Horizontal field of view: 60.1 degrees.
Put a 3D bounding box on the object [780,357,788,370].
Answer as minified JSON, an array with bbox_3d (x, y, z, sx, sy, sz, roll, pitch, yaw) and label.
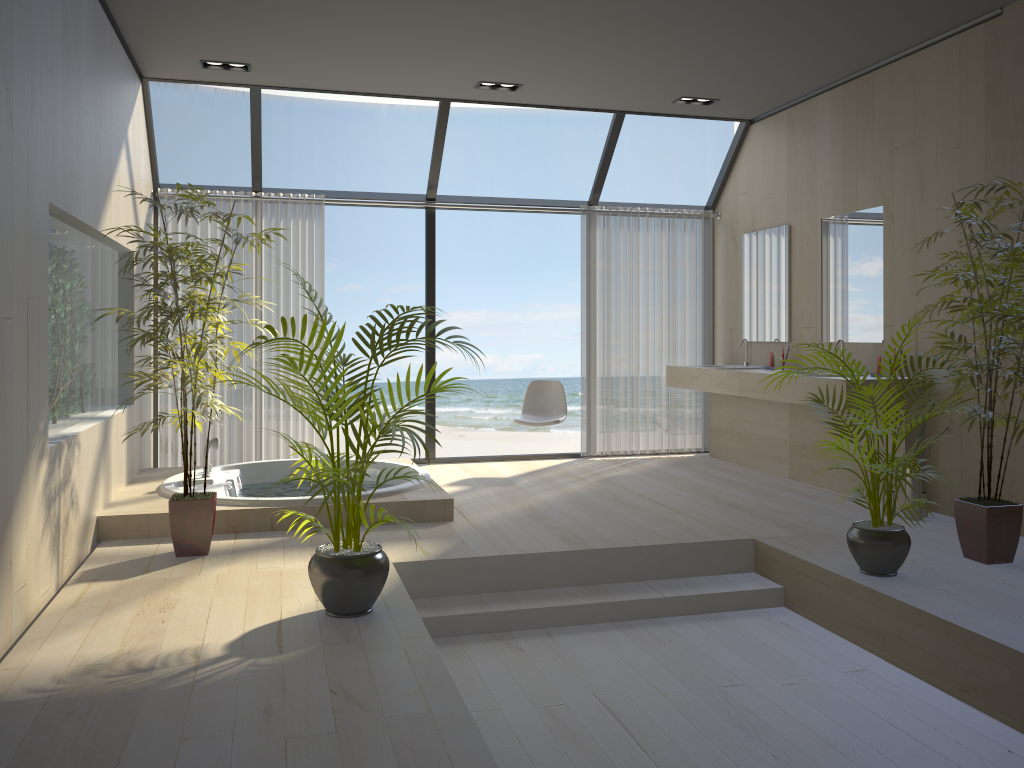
[{"bbox_3d":[1.993,-0.151,6.496,0.058,0.100,0.058,0,1,-8],"label":"object"}]

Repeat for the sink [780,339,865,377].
[{"bbox_3d":[1.990,-0.078,5.692,0.504,0.419,0.574,0,2,-12],"label":"sink"}]

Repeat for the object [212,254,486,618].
[{"bbox_3d":[-0.569,0.176,3.352,1.065,1.345,0.873,-1,1,-27],"label":"object"}]

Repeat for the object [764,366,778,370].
[{"bbox_3d":[1.899,-0.119,6.493,0.104,0.029,0.032,1,2,25],"label":"object"}]

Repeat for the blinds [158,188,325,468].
[{"bbox_3d":[-2.007,-0.401,6.614,1.183,2.071,0.084,0,0,-15],"label":"blinds"}]

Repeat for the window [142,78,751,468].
[{"bbox_3d":[-0.377,-0.758,6.855,4.560,2.814,0.745,-1,0,-15],"label":"window"}]

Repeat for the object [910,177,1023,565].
[{"bbox_3d":[2.247,-0.064,4.065,0.787,1.756,0.936,0,1,10],"label":"object"}]

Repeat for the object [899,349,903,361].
[{"bbox_3d":[2.323,-0.127,5.328,0.054,0.175,0.012,0,0,10],"label":"object"}]

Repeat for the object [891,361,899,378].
[{"bbox_3d":[2.307,-0.086,5.331,0.058,0.100,0.058,0,1,-5],"label":"object"}]

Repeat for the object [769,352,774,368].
[{"bbox_3d":[1.924,-0.172,6.570,0.039,0.135,0.039,0,0,34],"label":"object"}]

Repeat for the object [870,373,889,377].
[{"bbox_3d":[2.213,-0.054,5.328,0.104,0.029,0.032,1,2,25],"label":"object"}]

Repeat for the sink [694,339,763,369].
[{"bbox_3d":[1.676,-0.143,6.856,0.504,0.419,0.574,0,2,-12],"label":"sink"}]

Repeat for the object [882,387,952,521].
[{"bbox_3d":[2.330,0.389,5.053,0.407,0.749,0.274,0,0,-27],"label":"object"}]

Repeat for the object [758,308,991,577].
[{"bbox_3d":[1.535,0.236,3.829,0.916,1.157,0.751,0,1,18],"label":"object"}]

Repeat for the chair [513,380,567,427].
[{"bbox_3d":[0.226,0.151,6.851,0.369,0.347,0.455,0,2,13],"label":"chair"}]

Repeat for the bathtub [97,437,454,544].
[{"bbox_3d":[-1.416,0.675,5.464,1.821,0.698,1.649,-1,3,-15],"label":"bathtub"}]

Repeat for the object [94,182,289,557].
[{"bbox_3d":[-1.577,-0.070,4.200,0.787,1.756,0.936,0,1,10],"label":"object"}]

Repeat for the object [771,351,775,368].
[{"bbox_3d":[1.964,-0.178,6.676,0.039,0.135,0.039,0,0,34],"label":"object"}]

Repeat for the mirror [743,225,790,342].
[{"bbox_3d":[1.971,-0.765,6.886,0.023,0.868,0.654,0,1,-15],"label":"mirror"}]

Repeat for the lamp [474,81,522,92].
[{"bbox_3d":[-0.095,-2.111,6.128,0.301,0.112,0.164,-1,2,-15],"label":"lamp"}]

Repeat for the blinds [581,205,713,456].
[{"bbox_3d":[1.136,-0.450,7.461,1.183,2.071,0.084,0,0,-15],"label":"blinds"}]

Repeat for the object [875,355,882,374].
[{"bbox_3d":[2.238,-0.107,5.405,0.039,0.135,0.039,0,0,26],"label":"object"}]

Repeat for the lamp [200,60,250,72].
[{"bbox_3d":[-1.831,-2.084,5.660,0.301,0.112,0.164,-1,2,-15],"label":"lamp"}]

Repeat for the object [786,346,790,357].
[{"bbox_3d":[2.009,-0.192,6.493,0.054,0.175,0.012,0,0,10],"label":"object"}]

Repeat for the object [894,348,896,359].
[{"bbox_3d":[2.295,-0.127,5.304,0.012,0.178,0.050,0,0,24],"label":"object"}]

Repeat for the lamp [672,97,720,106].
[{"bbox_3d":[1.354,-2.133,6.519,0.301,0.112,0.164,-1,2,-15],"label":"lamp"}]

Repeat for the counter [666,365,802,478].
[{"bbox_3d":[1.713,0.269,6.900,0.550,0.790,1.206,0,2,-15],"label":"counter"}]

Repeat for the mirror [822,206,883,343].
[{"bbox_3d":[2.267,-0.709,5.893,0.023,0.868,0.654,0,1,-15],"label":"mirror"}]

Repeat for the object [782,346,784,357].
[{"bbox_3d":[1.981,-0.192,6.469,0.012,0.178,0.050,0,0,24],"label":"object"}]

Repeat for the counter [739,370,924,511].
[{"bbox_3d":[2.027,0.334,5.735,0.550,0.790,1.206,0,2,-15],"label":"counter"}]
